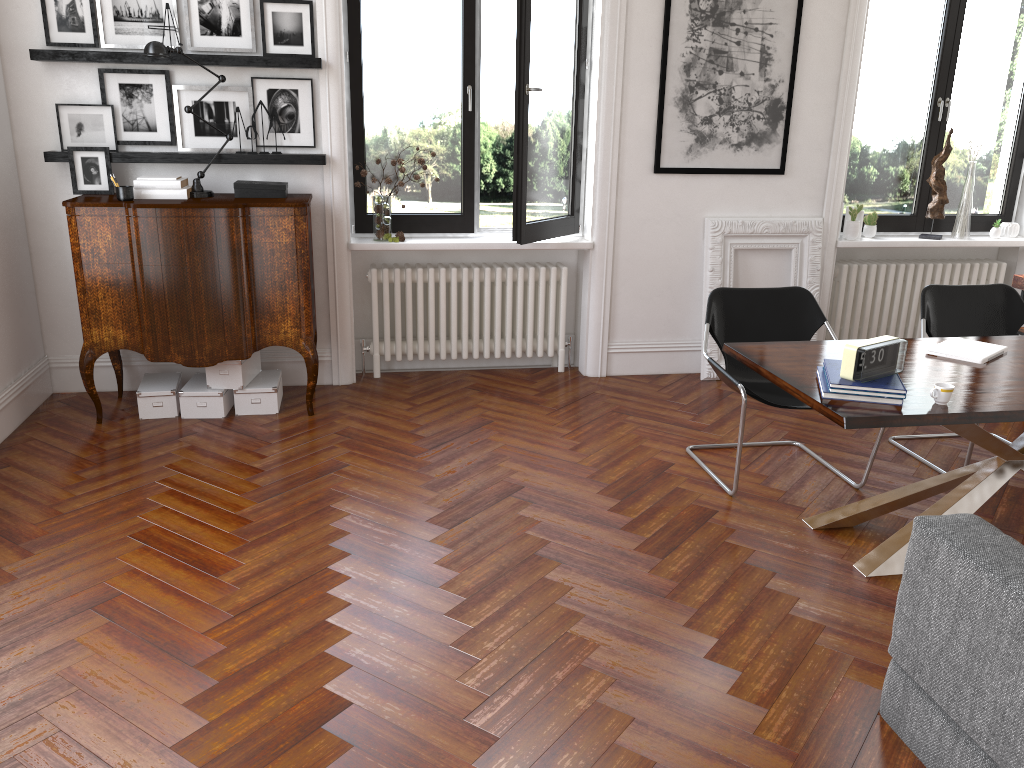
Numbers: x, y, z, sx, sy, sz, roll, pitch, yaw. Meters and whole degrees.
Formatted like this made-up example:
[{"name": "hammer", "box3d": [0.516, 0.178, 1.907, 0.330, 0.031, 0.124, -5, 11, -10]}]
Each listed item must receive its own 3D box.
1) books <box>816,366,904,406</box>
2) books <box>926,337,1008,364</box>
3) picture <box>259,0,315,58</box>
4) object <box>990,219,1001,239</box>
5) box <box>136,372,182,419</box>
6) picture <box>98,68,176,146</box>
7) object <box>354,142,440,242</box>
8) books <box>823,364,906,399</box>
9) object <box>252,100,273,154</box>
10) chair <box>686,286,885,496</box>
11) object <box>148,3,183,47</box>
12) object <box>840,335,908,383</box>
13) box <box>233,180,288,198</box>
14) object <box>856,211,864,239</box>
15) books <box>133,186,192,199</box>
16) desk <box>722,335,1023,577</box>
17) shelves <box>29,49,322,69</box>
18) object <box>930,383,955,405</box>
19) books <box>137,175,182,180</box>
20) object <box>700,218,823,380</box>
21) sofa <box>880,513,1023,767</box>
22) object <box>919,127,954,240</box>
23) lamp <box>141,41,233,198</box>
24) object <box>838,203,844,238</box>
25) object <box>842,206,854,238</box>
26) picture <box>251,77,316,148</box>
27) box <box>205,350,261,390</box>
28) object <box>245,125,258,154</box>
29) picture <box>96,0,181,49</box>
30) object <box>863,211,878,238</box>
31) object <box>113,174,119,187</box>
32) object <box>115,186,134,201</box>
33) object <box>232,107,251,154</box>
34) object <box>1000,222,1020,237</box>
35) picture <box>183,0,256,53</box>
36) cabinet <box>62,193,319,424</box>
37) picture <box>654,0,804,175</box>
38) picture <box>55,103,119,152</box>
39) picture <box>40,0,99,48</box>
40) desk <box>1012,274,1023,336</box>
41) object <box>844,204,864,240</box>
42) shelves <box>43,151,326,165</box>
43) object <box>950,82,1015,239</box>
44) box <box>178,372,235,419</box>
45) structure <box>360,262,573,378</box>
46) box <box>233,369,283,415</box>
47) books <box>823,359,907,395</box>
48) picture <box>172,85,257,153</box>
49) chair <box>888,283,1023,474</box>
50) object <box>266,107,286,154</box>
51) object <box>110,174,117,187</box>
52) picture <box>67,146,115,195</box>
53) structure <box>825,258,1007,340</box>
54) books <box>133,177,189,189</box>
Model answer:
[{"name": "books", "box3d": [1.261, 0.003, 3.236, 0.264, 0.027, 0.345, 6, 18, 14]}, {"name": "books", "box3d": [1.941, -0.143, 3.777, 0.324, 0.026, 0.230, -15, 23, -43]}, {"name": "picture", "box3d": [-1.266, -2.005, 5.005, 0.289, 0.305, 0.020, -2, 18, -10]}, {"name": "object", "box3d": [3.438, -1.103, 6.295, 0.072, 0.135, 0.071, 6, 18, 14]}, {"name": "box", "box3d": [-2.048, 0.071, 5.175, 0.209, 0.178, 0.392, -4, 18, -15]}, {"name": "picture", "box3d": [-2.109, -1.557, 4.996, 0.373, 0.409, 0.020, -2, 18, -10]}, {"name": "object", "box3d": [-0.688, -1.207, 5.563, 0.540, 0.603, 0.316, -13, 22, -37]}, {"name": "books", "box3d": [1.271, -0.014, 3.219, 0.250, 0.017, 0.342, 6, 18, 14]}, {"name": "object", "box3d": [-1.434, -1.475, 5.095, 0.118, 0.301, 0.040, -2, 18, -10]}, {"name": "chair", "box3d": [1.307, 0.025, 4.303, 0.752, 0.878, 0.741, -2, 18, -10]}, {"name": "object", "box3d": [-1.898, -1.942, 4.847, 0.174, 0.262, 0.040, -2, 18, -10]}, {"name": "object", "box3d": [1.297, -0.090, 3.171, 0.275, 0.126, 0.081, -11, 21, -35]}, {"name": "box", "box3d": [-1.419, -1.103, 5.026, 0.282, 0.087, 0.207, -2, 17, -10]}, {"name": "object", "box3d": [2.394, -1.101, 6.125, 0.051, 0.189, 0.051, 9, 20, 23]}, {"name": "books", "box3d": [-1.918, -1.050, 4.864, 0.294, 0.057, 0.228, -2, 17, -10]}, {"name": "desk", "box3d": [2.093, 0.290, 3.690, 2.226, 0.756, 1.023, -2, 18, -10]}, {"name": "shelves", "box3d": [-1.824, -1.792, 4.899, 1.514, 0.056, 0.157, -2, 17, -10]}, {"name": "object", "box3d": [1.486, 0.035, 3.078, 0.082, 0.065, 0.064, 4, 18, 10]}, {"name": "books", "box3d": [-1.916, -1.121, 4.824, 0.200, 0.014, 0.178, -2, 17, -10]}, {"name": "object", "box3d": [1.677, -0.565, 5.937, 0.830, 1.069, 0.232, -2, 18, -10]}, {"name": "sofa", "box3d": [2.506, 0.760, 2.203, 2.644, 0.834, 1.254, -2, 18, -10]}, {"name": "object", "box3d": [2.948, -1.381, 6.121, 0.165, 0.758, 0.142, 12, 21, 30]}, {"name": "lamp", "box3d": [-1.746, -1.430, 4.845, 0.174, 0.807, 0.489, 18, 24, 42]}, {"name": "object", "box3d": [2.257, -1.133, 6.134, 0.051, 0.240, 0.051, 9, 20, 23]}, {"name": "object", "box3d": [2.325, -1.118, 6.131, 0.051, 0.214, 0.051, 9, 20, 23]}, {"name": "picture", "box3d": [-1.322, -1.571, 5.140, 0.343, 0.387, 0.020, -2, 18, -10]}, {"name": "box", "box3d": [-1.628, -0.110, 5.193, 0.209, 0.178, 0.392, 1, 17, 0]}, {"name": "object", "box3d": [-1.488, -1.396, 5.073, 0.066, 0.162, 0.040, -2, 18, -10]}, {"name": "picture", "box3d": [-2.047, -2.030, 4.852, 0.415, 0.370, 0.020, -2, 18, -10]}, {"name": "object", "box3d": [2.508, -1.118, 6.192, 0.097, 0.187, 0.098, 5, 18, 12]}, {"name": "object", "box3d": [-2.057, -1.031, 4.641, 0.046, 0.140, 0.010, -3, 18, -13]}, {"name": "object", "box3d": [-2.027, -0.995, 4.643, 0.091, 0.078, 0.091, -12, 22, -35]}, {"name": "object", "box3d": [-1.560, -1.449, 5.071, 0.124, 0.262, 0.040, -2, 18, -10]}, {"name": "object", "box3d": [3.592, -1.115, 6.408, 0.134, 0.098, 0.132, -13, 22, -38]}, {"name": "picture", "box3d": [-1.624, -2.063, 4.920, 0.369, 0.411, 0.020, -2, 18, -10]}, {"name": "cabinet", "box3d": [-1.752, -0.435, 5.045, 1.266, 1.226, 0.636, -2, 18, -10]}, {"name": "picture", "box3d": [1.351, -1.986, 5.509, 0.882, 1.332, 0.035, -2, 18, -10]}, {"name": "picture", "box3d": [-2.376, -1.433, 4.962, 0.299, 0.255, 0.020, -2, 18, -10]}, {"name": "picture", "box3d": [-2.397, -1.994, 4.800, 0.267, 0.317, 0.020, -2, 18, -10]}, {"name": "desk", "box3d": [3.742, -0.103, 5.121, 0.647, 0.762, 1.787, -2, 17, -10]}, {"name": "object", "box3d": [2.326, -1.107, 6.044, 0.102, 0.246, 0.098, -10, 21, -31]}, {"name": "shelves", "box3d": [-1.835, -1.291, 5.063, 1.514, 0.056, 0.155, -2, 17, -10]}, {"name": "object", "box3d": [3.230, -1.526, 6.099, 0.296, 1.060, 0.288, -1, 18, -7]}, {"name": "box", "box3d": [-1.769, 0.071, 5.195, 0.245, 0.178, 0.392, 0, 17, -5]}, {"name": "structure", "box3d": [-0.291, -0.414, 5.974, 1.453, 0.783, 0.224, -2, 18, -10]}, {"name": "box", "box3d": [-1.502, 0.053, 5.271, 0.245, 0.178, 0.392, -2, 17, -10]}, {"name": "books", "box3d": [1.272, -0.030, 3.214, 0.250, 0.017, 0.342, 6, 18, 14]}, {"name": "picture", "box3d": [-1.702, -1.516, 5.085, 0.433, 0.367, 0.020, -2, 18, -10]}, {"name": "chair", "box3d": [2.465, -0.012, 4.505, 0.752, 0.878, 0.741, -2, 18, -10]}, {"name": "object", "box3d": [-1.371, -1.467, 5.139, 0.110, 0.263, 0.040, -2, 18, -10]}, {"name": "object", "box3d": [-2.059, -1.030, 4.616, 0.050, 0.120, 0.010, -1, 18, -7]}, {"name": "picture", "box3d": [-2.332, -1.181, 4.912, 0.213, 0.259, 0.020, -2, 18, -10]}, {"name": "structure", "box3d": [2.931, -0.518, 6.536, 1.453, 0.783, 0.224, -2, 18, -10]}, {"name": "books", "box3d": [-1.917, -1.100, 4.854, 0.239, 0.044, 0.253, -2, 17, -10]}]
